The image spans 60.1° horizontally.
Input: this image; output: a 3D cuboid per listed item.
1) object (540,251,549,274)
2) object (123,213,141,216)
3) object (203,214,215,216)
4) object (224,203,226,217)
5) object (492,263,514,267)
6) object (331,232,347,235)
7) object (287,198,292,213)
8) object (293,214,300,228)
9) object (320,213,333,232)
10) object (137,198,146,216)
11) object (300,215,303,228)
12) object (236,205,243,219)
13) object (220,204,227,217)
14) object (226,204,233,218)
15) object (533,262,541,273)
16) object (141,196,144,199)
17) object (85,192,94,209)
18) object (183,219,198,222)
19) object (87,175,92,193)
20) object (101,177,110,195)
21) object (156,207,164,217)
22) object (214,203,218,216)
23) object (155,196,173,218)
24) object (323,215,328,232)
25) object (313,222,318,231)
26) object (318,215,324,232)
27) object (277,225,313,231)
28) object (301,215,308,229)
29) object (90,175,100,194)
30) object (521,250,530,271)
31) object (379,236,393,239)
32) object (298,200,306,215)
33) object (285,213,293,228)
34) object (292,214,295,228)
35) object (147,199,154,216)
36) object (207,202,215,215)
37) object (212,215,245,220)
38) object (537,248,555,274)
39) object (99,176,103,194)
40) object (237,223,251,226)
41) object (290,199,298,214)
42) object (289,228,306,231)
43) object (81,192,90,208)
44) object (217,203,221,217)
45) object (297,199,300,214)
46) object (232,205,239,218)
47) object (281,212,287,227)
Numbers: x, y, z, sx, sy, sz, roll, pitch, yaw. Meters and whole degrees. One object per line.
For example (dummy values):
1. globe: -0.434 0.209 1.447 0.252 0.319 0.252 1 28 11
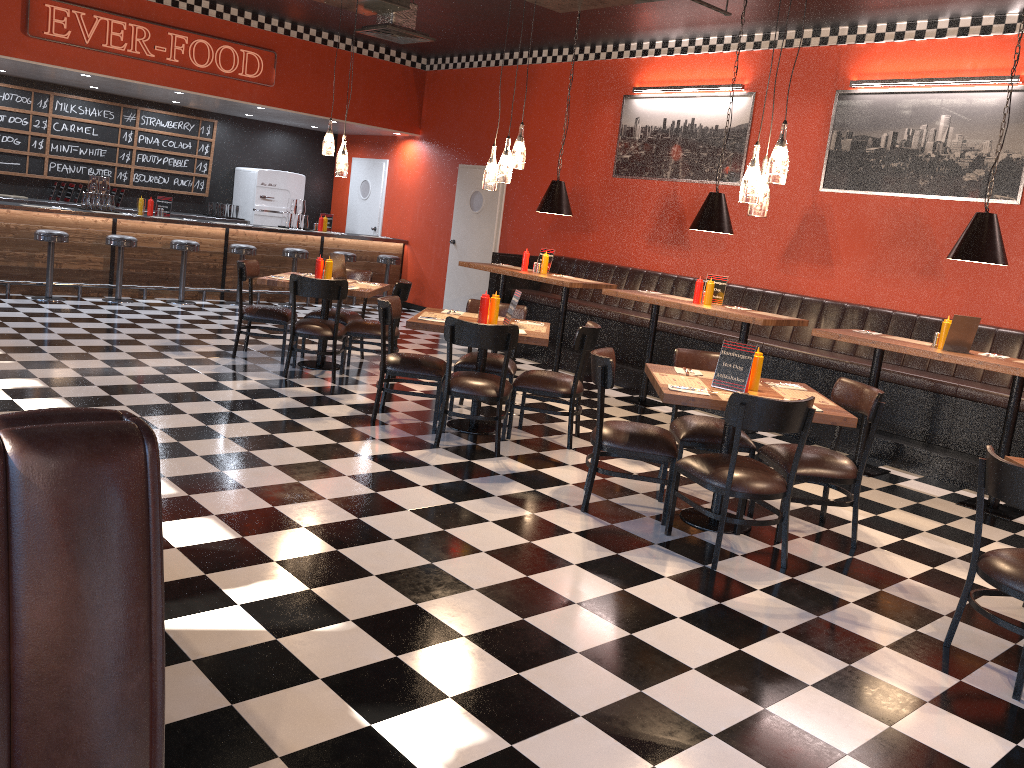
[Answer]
1. object: 0.343 -1.259 9.191 0.068 0.236 0.068 10 9 22
2. object: -4.646 -2.071 10.809 0.256 0.019 0.157 17 14 42
3. object: -4.473 -2.565 13.540 0.437 0.018 0.274 -3 14 -42
4. object: -4.401 -2.679 13.681 0.105 0.207 0.106 7 9 2
5. object: -0.113 -1.327 9.843 0.158 0.019 0.255 17 14 43
6. object: -2.513 -2.185 12.815 0.256 0.019 0.157 16 14 41
7. object: -3.142 -2.529 12.578 0.105 0.207 0.106 7 9 2
8. object: -3.054 -2.306 12.576 0.105 0.207 0.106 7 9 2
9. object: -2.726 -2.362 12.970 0.188 0.255 0.073 6 8 -8
10. object: -4.601 -2.196 10.987 0.105 0.207 0.106 7 9 2
11. object: -3.045 -2.334 12.731 0.105 0.207 0.106 7 9 2
12. object: -4.110 -2.578 13.338 0.105 0.207 0.106 7 9 2
13. object: -4.296 -2.570 13.173 0.105 0.207 0.106 7 9 2
14. object: -4.239 -2.585 13.290 0.105 0.207 0.106 7 9 2
15. object: 0.262 -1.234 9.285 0.094 0.135 0.047 14 11 38
16. object: -4.662 -2.246 11.133 0.068 0.236 0.068 2 10 -30
17. object: -5.106 -2.209 10.716 0.105 0.207 0.106 7 9 2
18. object: -4.095 -2.091 11.279 0.157 0.019 0.257 2 12 -27
19. object: -5.107 -2.434 10.784 0.105 0.207 0.106 7 9 2
20. object: -4.948 -2.416 10.792 0.105 0.207 0.106 7 9 2
21. object: -4.446 -2.180 11.206 0.094 0.135 0.047 8 8 7
22. object: -4.465 -2.641 13.437 0.105 0.207 0.106 7 9 2
23. object: -4.443 -2.261 11.303 0.188 0.255 0.073 6 8 -8
24. object: -2.710 -2.325 12.832 0.068 0.236 0.068 9 9 16
25. object: -2.830 -2.283 12.813 0.047 0.135 0.094 15 12 41
26. object: -2.748 -2.313 12.746 0.068 0.236 0.068 5 9 -12
27. object: -3.094 -2.225 12.644 0.437 0.018 0.274 -3 14 -42
28. object: -2.959 -2.308 12.654 0.105 0.207 0.106 7 9 2
29. object: -5.043 -2.415 10.721 0.105 0.207 0.106 7 9 2
30. object: 0.143 -1.301 9.282 0.068 0.236 0.068 10 9 22
31. object: -1.913 -2.214 13.362 0.157 0.019 0.257 0 13 -32
32. object: -2.984 -2.511 12.586 0.105 0.207 0.106 7 9 2
33. object: -3.142 -2.304 12.510 0.105 0.207 0.106 7 9 2
34. object: -3.132 -2.329 12.650 0.105 0.207 0.106 7 9 2
35. object: -4.562 -2.242 11.180 0.068 0.236 0.068 2 10 -30
36. object: -4.582 -2.662 13.471 0.105 0.207 0.106 7 9 2
37. object: -4.266 -2.499 13.326 0.437 0.018 0.274 -3 14 -42
38. object: 0.349 -1.307 9.396 0.189 0.255 0.072 14 11 38
39. object: -5.027 -2.441 10.869 0.105 0.207 0.106 7 9 2
40. object: -3.564 -2.126 11.812 0.157 0.019 0.257 -2 14 -41
41. object: -3.079 -2.510 12.515 0.105 0.207 0.106 7 9 2
42. object: -2.999 -2.155 12.334 0.256 0.019 0.157 17 14 42
43. object: -5.190 -2.233 10.788 0.105 0.207 0.106 7 9 2
44. object: -4.359 -2.594 13.260 0.105 0.207 0.106 7 9 2
45. object: -3.062 -2.536 12.663 0.105 0.207 0.106 7 9 2
46. object: -4.192 -2.603 13.416 0.105 0.207 0.106 7 9 2
47. object: -3.225 -2.328 12.582 0.105 0.207 0.106 7 9 2
